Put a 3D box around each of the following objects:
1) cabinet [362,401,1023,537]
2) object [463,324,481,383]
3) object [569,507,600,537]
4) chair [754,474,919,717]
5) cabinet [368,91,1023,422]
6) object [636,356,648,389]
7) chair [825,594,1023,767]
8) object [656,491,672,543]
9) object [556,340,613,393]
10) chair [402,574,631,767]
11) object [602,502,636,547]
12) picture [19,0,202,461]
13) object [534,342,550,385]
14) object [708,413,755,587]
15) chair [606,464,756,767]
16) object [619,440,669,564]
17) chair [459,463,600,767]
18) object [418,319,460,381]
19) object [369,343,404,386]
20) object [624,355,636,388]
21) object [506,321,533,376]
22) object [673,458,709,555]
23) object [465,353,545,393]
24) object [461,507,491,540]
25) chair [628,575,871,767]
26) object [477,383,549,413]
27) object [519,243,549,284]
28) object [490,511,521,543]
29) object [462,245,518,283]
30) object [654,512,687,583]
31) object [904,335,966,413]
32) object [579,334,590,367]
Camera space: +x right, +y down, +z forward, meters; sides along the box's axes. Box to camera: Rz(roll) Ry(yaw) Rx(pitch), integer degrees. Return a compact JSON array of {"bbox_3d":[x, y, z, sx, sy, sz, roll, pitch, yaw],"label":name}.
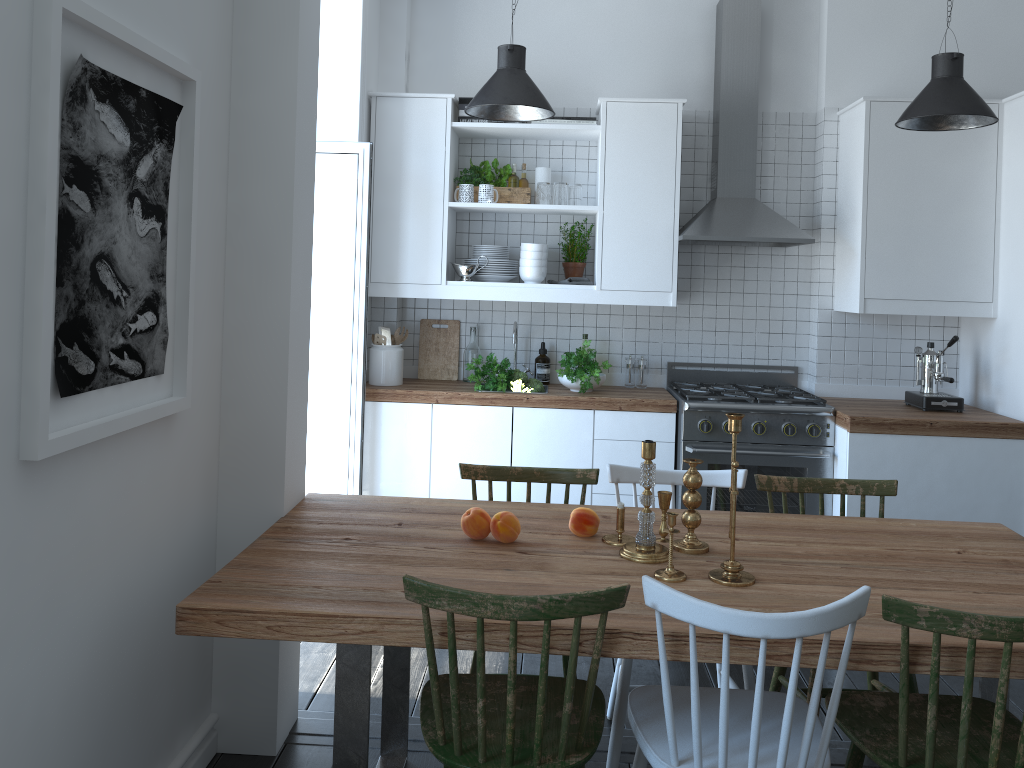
[{"bbox_3d":[0.755,0.530,4.438,3.185,0.814,0.732,3,3,11],"label":"cabinet"},{"bbox_3d":[-0.216,-0.172,4.800,0.098,0.317,0.098,2,1,3],"label":"object"},{"bbox_3d":[0.207,0.397,2.530,0.089,0.084,0.085,3,4,15],"label":"object"},{"bbox_3d":[1.011,0.739,2.700,0.467,0.827,0.487,2,2,1],"label":"chair"},{"bbox_3d":[1.096,-0.232,4.395,3.791,2.371,0.780,2,1,7],"label":"cabinet"},{"bbox_3d":[0.699,-0.064,4.734,0.059,0.172,0.059,2,1,16],"label":"object"},{"bbox_3d":[0.972,0.825,1.957,0.467,0.826,0.487,2,2,1],"label":"chair"},{"bbox_3d":[0.432,0.378,2.504,0.049,0.139,0.049,2,1,3],"label":"object"},{"bbox_3d":[0.355,-0.094,4.497,0.271,0.268,0.340,1,4,-7],"label":"object"},{"bbox_3d":[0.000,0.791,1.985,0.467,0.827,0.487,2,2,1],"label":"chair"},{"bbox_3d":[0.306,0.389,2.484,0.102,0.114,0.103,1,3,-11],"label":"object"},{"bbox_3d":[-0.891,-0.342,1.983,0.083,0.886,0.690,2,3,3],"label":"picture"},{"bbox_3d":[0.166,-0.113,4.776,0.085,0.230,0.085,1,1,-32],"label":"object"},{"bbox_3d":[0.552,0.283,2.188,0.113,0.410,0.114,2,1,-35],"label":"object"},{"bbox_3d":[0.521,0.710,2.742,0.466,0.841,0.511,2,2,3],"label":"chair"},{"bbox_3d":[0.362,0.307,2.362,0.140,0.310,0.140,1,2,-45],"label":"object"},{"bbox_3d":[0.039,0.704,2.729,0.467,0.826,0.487,2,2,1],"label":"chair"},{"bbox_3d":[-0.401,-0.189,4.840,0.220,0.330,0.041,2,0,3],"label":"object"},{"bbox_3d":[-0.650,-0.102,4.555,0.174,0.208,0.174,2,3,7],"label":"object"},{"bbox_3d":[0.638,-0.069,4.758,0.059,0.172,0.059,2,1,16],"label":"object"},{"bbox_3d":[0.042,-0.159,4.702,0.188,0.352,0.275,1,3,-21],"label":"object"},{"bbox_3d":[0.497,0.334,2.433,0.101,0.247,0.100,2,1,26],"label":"object"},{"bbox_3d":[-0.028,-0.009,4.494,0.469,0.307,0.285,0,4,-24],"label":"object"},{"bbox_3d":[-0.100,0.391,2.467,0.088,0.090,0.084,1,3,-7],"label":"object"},{"bbox_3d":[0.490,0.803,1.944,0.466,0.841,0.511,2,2,3],"label":"chair"},{"bbox_3d":[0.001,0.074,4.558,0.372,0.111,0.356,2,6,3],"label":"object"},{"bbox_3d":[0.113,-0.635,4.625,0.149,0.216,0.311,2,5,0],"label":"object"},{"bbox_3d":[-0.019,0.397,2.445,0.083,0.088,0.091,4,4,29],"label":"object"},{"bbox_3d":[-0.118,-0.639,4.691,0.300,0.194,0.307,2,5,4],"label":"object"},{"bbox_3d":[0.395,0.401,2.188,0.080,0.160,0.080,1,2,-40],"label":"object"},{"bbox_3d":[2.052,-0.058,4.227,0.206,0.369,0.355,2,3,3],"label":"object"},{"bbox_3d":[0.389,-0.128,4.724,0.066,0.282,0.066,2,0,-2],"label":"object"}]
